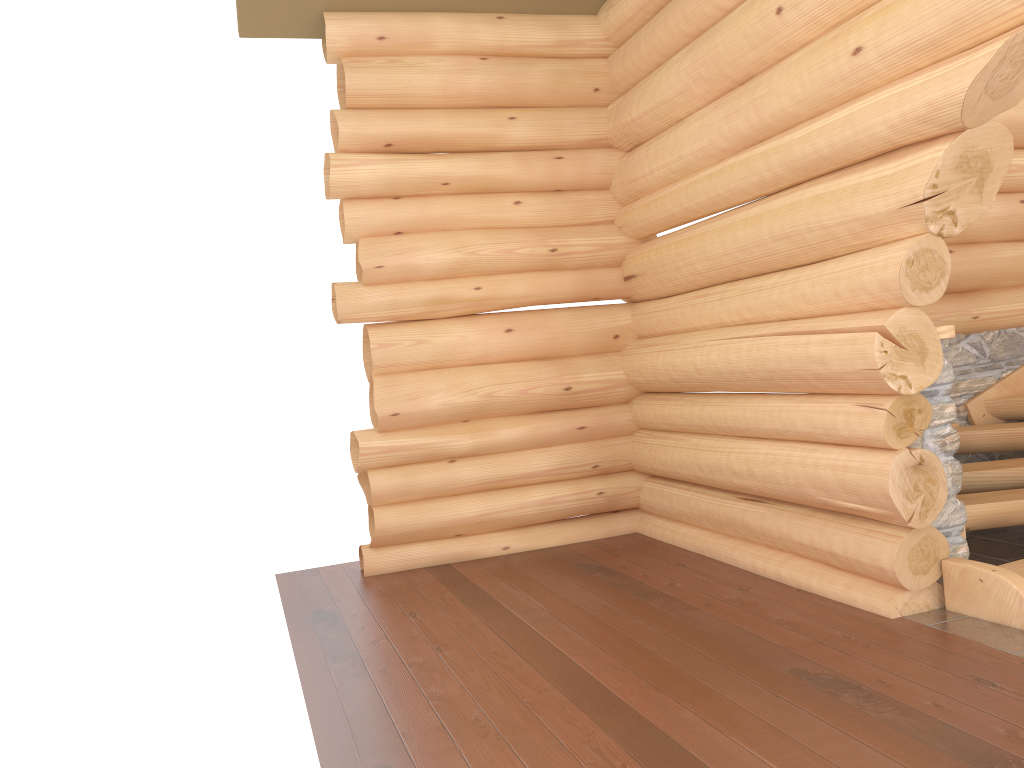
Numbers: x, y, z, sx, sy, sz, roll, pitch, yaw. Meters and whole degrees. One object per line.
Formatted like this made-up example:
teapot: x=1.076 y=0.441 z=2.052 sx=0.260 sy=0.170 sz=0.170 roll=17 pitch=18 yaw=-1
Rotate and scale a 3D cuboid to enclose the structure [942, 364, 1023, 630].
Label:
structure: x=3.676 y=0.220 z=5.849 sx=3.604 sy=1.643 sz=1.951 roll=-6 pitch=1 yaw=-23
